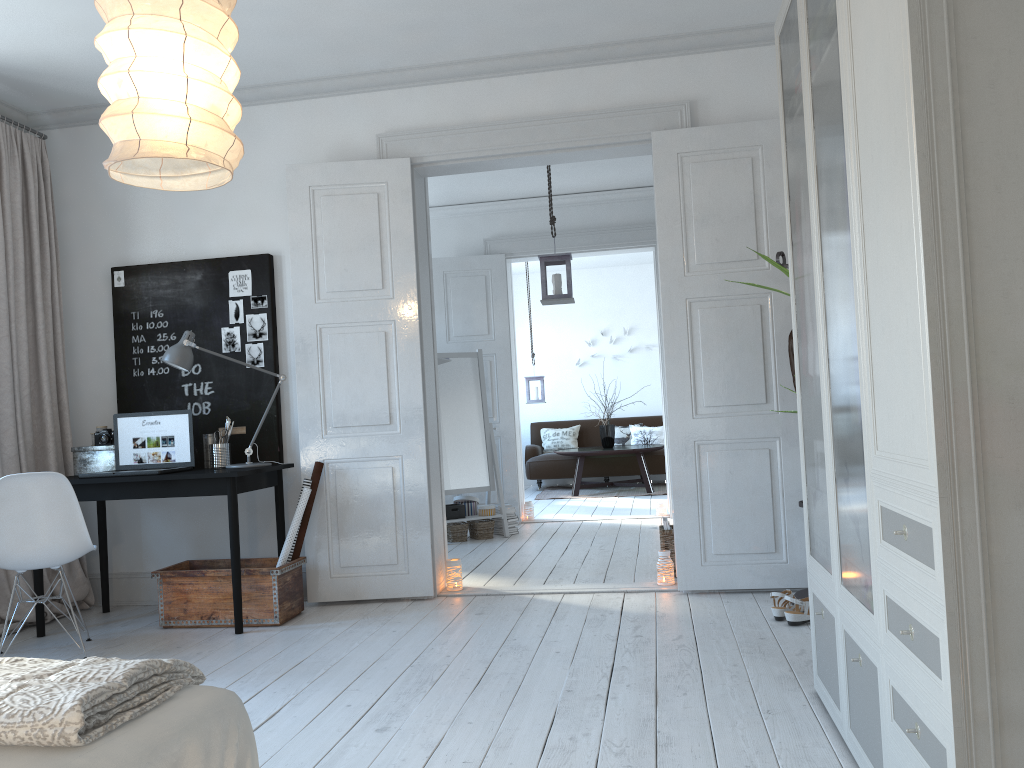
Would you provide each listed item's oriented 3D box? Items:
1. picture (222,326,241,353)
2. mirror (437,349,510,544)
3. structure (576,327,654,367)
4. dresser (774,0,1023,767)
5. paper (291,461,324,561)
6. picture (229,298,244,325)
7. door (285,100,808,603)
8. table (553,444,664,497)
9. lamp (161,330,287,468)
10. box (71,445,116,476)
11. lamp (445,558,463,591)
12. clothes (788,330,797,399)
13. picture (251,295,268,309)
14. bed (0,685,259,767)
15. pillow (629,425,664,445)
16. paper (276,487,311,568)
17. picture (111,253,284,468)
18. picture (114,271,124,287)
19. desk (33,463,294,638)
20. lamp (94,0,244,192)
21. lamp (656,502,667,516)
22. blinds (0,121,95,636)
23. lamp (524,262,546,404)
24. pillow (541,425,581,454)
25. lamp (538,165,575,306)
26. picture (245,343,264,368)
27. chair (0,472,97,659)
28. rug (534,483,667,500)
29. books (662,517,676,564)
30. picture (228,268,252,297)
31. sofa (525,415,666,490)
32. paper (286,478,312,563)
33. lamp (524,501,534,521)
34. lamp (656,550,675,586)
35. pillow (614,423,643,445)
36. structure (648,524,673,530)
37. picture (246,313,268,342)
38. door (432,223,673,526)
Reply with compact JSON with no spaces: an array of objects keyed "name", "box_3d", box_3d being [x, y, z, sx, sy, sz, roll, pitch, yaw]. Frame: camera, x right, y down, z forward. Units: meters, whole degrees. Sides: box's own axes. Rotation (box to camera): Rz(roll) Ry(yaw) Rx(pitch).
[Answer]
[{"name":"picture","box_3d":[-1.546,-0.243,4.882,0.107,0.150,0.001,-3,-1,9]},{"name":"mirror","box_3d":[-0.397,0.467,6.982,0.610,1.488,0.417,-3,-1,-26]},{"name":"structure","box_3d":[1.325,-0.491,11.540,1.025,0.478,0.085,-3,-1,9]},{"name":"dresser","box_3d":[1.102,-0.130,2.142,0.631,2.162,1.432,-3,-1,9]},{"name":"paper","box_3d":[-1.089,0.780,4.563,0.297,0.746,0.048,-2,-1,-36]},{"name":"picture","box_3d":[-1.517,-0.397,4.879,0.083,0.146,0.002,-3,-1,9]},{"name":"door","box_3d":[0.175,-0.143,4.776,2.599,2.504,0.577,-3,-1,9]},{"name":"table","box_3d":[1.145,0.993,10.289,1.300,0.503,1.300,-3,-2,-1]},{"name":"lamp","box_3d":[-1.476,0.080,4.593,0.616,0.716,0.230,-3,-1,-20]},{"name":"box","box_3d":[-2.178,0.404,4.755,0.317,0.152,0.193,-3,-2,9]},{"name":"lamp","box_3d":[-0.318,1.045,4.859,0.089,0.166,0.089,-3,-1,2]},{"name":"clothes","box_3d":[1.401,-0.055,4.059,0.237,0.770,0.211,-4,-1,42]},{"name":"picture","box_3d":[-1.386,-0.452,4.859,0.095,0.071,0.001,-3,-1,9]},{"name":"bed","box_3d":[-1.404,0.530,0.635,1.888,1.046,2.177,-3,-2,9]},{"name":"pillow","box_3d":[1.683,0.650,10.997,0.471,0.309,0.188,-3,-1,10]},{"name":"paper","box_3d":[-1.132,0.838,4.439,0.283,0.626,0.041,-3,-1,-13]},{"name":"picture","box_3d":[-1.763,-0.103,4.947,0.953,1.172,0.064,-3,-1,9]},{"name":"picture","box_3d":[-2.213,-0.592,4.994,0.061,0.088,0.004,-3,-1,6]},{"name":"desk","box_3d":[-1.769,0.830,4.511,1.159,0.759,0.651,-3,-1,9]},{"name":"lamp","box_3d":[-0.871,-1.127,2.217,0.339,1.231,0.340,-4,-1,40]},{"name":"lamp","box_3d":[1.290,1.081,7.655,0.093,0.110,0.093,-4,-2,26]},{"name":"blinds","box_3d":[-2.556,-0.072,4.580,0.225,2.646,0.831,-3,-1,9]},{"name":"lamp","box_3d":[0.235,-0.649,10.479,0.228,1.761,0.228,-3,-1,6]},{"name":"pillow","box_3d":[0.618,0.716,11.285,0.519,0.367,0.239,-3,-1,9]},{"name":"lamp","box_3d":[0.268,-1.441,6.132,0.228,1.761,0.228,-3,-1,6]},{"name":"picture","box_3d":[-1.410,-0.159,4.859,0.103,0.136,0.001,-3,-1,9]},{"name":"chair","box_3d":[-2.089,0.793,3.915,0.474,0.824,0.554,-3,-1,-26]},{"name":"rug","box_3d":[1.163,1.218,10.311,1.710,0.055,1.456,-4,-2,10]},{"name":"books","box_3d":[0.965,0.910,5.035,0.201,0.300,0.179,-3,-1,9]},{"name":"picture","box_3d":[-1.493,-0.559,4.876,0.147,0.154,0.004,-3,-1,9]},{"name":"sofa","box_3d":[1.268,0.840,11.070,2.165,0.824,0.969,-3,-2,9]},{"name":"paper","box_3d":[-1.124,0.822,4.497,0.266,0.669,0.043,-2,-1,-36]},{"name":"lamp","box_3d":[0.151,1.123,7.849,0.089,0.166,0.089,-3,-1,8]},{"name":"lamp","box_3d":[0.810,0.973,4.689,0.093,0.179,0.093,-3,-1,-8]},{"name":"pillow","box_3d":[1.408,0.678,11.118,0.473,0.347,0.158,-3,-1,7]},{"name":"structure","box_3d":[1.729,-0.231,7.031,1.247,2.826,0.801,-2,-1,-36]},{"name":"picture","box_3d":[-1.398,-0.313,4.859,0.121,0.152,0.002,-3,-1,9]},{"name":"door","box_3d":[0.655,-0.067,7.753,2.599,2.504,0.577,-3,-1,9]}]
